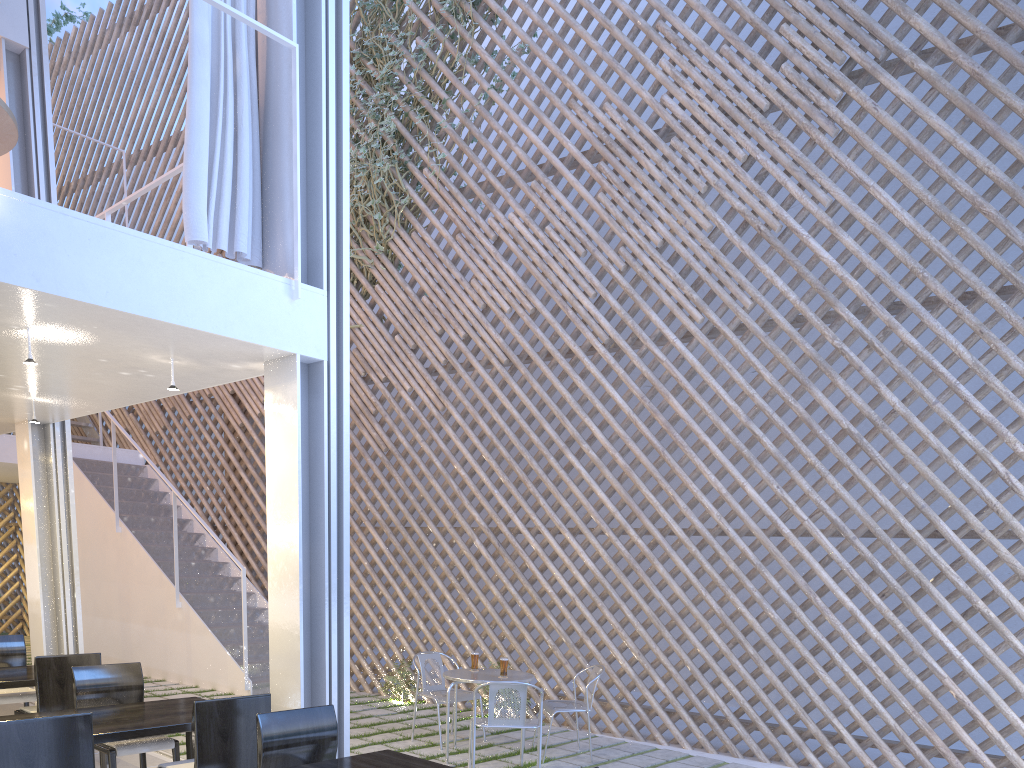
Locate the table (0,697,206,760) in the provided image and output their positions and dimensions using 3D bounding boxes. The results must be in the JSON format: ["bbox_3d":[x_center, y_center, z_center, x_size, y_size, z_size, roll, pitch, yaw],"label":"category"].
[{"bbox_3d":[-1.120,0.991,2.016,0.349,0.329,0.925,1,-8,43],"label":"table"}]

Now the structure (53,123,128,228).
[{"bbox_3d":[-2.824,-1.276,4.789,0.027,0.568,1.150,11,1,43],"label":"structure"}]

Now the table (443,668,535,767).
[{"bbox_3d":[-0.094,1.274,3.159,0.349,0.338,0.345,2,-1,5],"label":"table"}]

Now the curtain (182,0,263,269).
[{"bbox_3d":[-0.742,-1.552,1.657,0.095,2.470,0.500,10,12,40],"label":"curtain"}]

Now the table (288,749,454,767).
[{"bbox_3d":[-0.275,0.939,1.637,0.349,0.336,0.360,1,-2,42],"label":"table"}]

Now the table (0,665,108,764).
[{"bbox_3d":[-1.814,1.099,2.632,0.349,0.329,0.925,1,-8,43],"label":"table"}]

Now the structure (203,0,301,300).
[{"bbox_3d":[-0.458,-0.072,1.069,1.428,1.820,1.358,3,2,42],"label":"structure"}]

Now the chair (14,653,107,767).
[{"bbox_3d":[-1.470,1.074,2.669,0.234,0.447,0.189,6,8,42],"label":"chair"}]

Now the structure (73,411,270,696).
[{"bbox_3d":[-2.164,0.740,4.652,1.950,2.001,1.166,1,3,35],"label":"structure"}]

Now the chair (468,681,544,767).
[{"bbox_3d":[-0.018,1.185,2.833,0.263,0.387,0.241,2,3,-3],"label":"chair"}]

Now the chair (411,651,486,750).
[{"bbox_3d":[-0.280,1.302,3.413,0.244,0.387,0.260,5,4,42],"label":"chair"}]

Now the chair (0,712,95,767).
[{"bbox_3d":[-1.014,0.884,1.720,0.234,0.447,0.189,6,8,42],"label":"chair"}]

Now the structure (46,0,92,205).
[{"bbox_3d":[-4.632,-0.513,6.920,3.273,4.619,1.085,4,8,39],"label":"structure"}]

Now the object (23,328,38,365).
[{"bbox_3d":[-1.102,-0.087,1.879,0.029,0.081,0.028,-3,9,-36],"label":"object"}]

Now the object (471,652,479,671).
[{"bbox_3d":[-0.145,1.081,3.208,0.032,0.078,0.030,2,7,-3],"label":"object"}]

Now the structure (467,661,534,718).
[{"bbox_3d":[-0.070,1.457,3.910,0.315,0.328,0.294,2,0,27],"label":"structure"}]

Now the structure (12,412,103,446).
[{"bbox_3d":[-3.516,-0.438,5.795,1.247,1.925,0.520,4,8,36],"label":"structure"}]

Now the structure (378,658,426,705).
[{"bbox_3d":[-0.565,1.564,4.329,0.267,0.264,0.260,3,-1,-40],"label":"structure"}]

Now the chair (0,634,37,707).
[{"bbox_3d":[-1.819,1.128,2.978,0.234,0.447,0.189,6,8,42],"label":"chair"}]

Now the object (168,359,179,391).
[{"bbox_3d":[-2.113,0.306,2.139,1.839,0.823,1.688,-5,-10,39],"label":"object"}]

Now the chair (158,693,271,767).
[{"bbox_3d":[-0.738,0.959,2.021,0.234,0.447,0.189,6,8,42],"label":"chair"}]

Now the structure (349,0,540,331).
[{"bbox_3d":[-0.417,-1.383,3.952,2.343,2.784,0.718,2,7,33],"label":"structure"}]

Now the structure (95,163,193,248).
[{"bbox_3d":[-1.188,-0.339,2.678,1.697,0.568,0.027,-7,2,41],"label":"structure"}]

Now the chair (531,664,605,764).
[{"bbox_3d":[0.225,1.278,3.218,0.249,0.387,0.255,2,3,-8],"label":"chair"}]

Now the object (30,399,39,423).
[{"bbox_3d":[-1.615,0.090,2.779,0.029,0.081,0.028,-3,9,-36],"label":"object"}]

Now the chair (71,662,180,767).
[{"bbox_3d":[-1.087,1.014,2.329,0.234,0.447,0.189,6,8,42],"label":"chair"}]

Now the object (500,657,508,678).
[{"bbox_3d":[-0.030,1.052,3.053,0.032,0.078,0.030,2,7,-3],"label":"object"}]

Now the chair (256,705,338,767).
[{"bbox_3d":[-0.389,0.913,1.747,0.234,0.447,0.189,6,8,42],"label":"chair"}]
